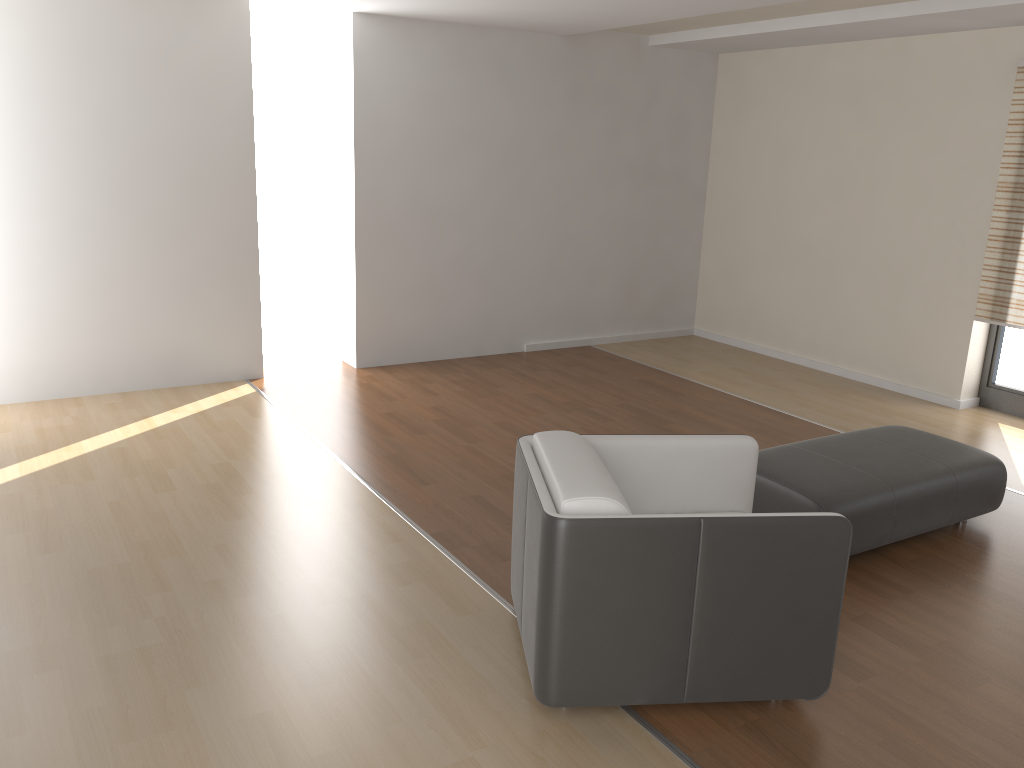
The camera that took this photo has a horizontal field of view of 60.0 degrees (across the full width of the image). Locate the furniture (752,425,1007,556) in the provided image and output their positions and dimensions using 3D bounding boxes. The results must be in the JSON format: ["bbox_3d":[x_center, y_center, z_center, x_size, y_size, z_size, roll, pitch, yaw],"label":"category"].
[{"bbox_3d":[1.632,0.461,4.154,1.291,0.301,0.685,-7,17,-31],"label":"furniture"}]

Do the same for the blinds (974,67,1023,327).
[{"bbox_3d":[3.425,-1.114,5.416,0.001,1.635,0.980,-7,17,-31],"label":"blinds"}]

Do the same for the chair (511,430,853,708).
[{"bbox_3d":[0.494,0.557,2.962,0.919,0.661,0.767,0,15,-7],"label":"chair"}]

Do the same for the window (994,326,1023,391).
[{"bbox_3d":[3.649,-0.897,5.621,0.010,2.093,0.889,-7,17,-31],"label":"window"}]
